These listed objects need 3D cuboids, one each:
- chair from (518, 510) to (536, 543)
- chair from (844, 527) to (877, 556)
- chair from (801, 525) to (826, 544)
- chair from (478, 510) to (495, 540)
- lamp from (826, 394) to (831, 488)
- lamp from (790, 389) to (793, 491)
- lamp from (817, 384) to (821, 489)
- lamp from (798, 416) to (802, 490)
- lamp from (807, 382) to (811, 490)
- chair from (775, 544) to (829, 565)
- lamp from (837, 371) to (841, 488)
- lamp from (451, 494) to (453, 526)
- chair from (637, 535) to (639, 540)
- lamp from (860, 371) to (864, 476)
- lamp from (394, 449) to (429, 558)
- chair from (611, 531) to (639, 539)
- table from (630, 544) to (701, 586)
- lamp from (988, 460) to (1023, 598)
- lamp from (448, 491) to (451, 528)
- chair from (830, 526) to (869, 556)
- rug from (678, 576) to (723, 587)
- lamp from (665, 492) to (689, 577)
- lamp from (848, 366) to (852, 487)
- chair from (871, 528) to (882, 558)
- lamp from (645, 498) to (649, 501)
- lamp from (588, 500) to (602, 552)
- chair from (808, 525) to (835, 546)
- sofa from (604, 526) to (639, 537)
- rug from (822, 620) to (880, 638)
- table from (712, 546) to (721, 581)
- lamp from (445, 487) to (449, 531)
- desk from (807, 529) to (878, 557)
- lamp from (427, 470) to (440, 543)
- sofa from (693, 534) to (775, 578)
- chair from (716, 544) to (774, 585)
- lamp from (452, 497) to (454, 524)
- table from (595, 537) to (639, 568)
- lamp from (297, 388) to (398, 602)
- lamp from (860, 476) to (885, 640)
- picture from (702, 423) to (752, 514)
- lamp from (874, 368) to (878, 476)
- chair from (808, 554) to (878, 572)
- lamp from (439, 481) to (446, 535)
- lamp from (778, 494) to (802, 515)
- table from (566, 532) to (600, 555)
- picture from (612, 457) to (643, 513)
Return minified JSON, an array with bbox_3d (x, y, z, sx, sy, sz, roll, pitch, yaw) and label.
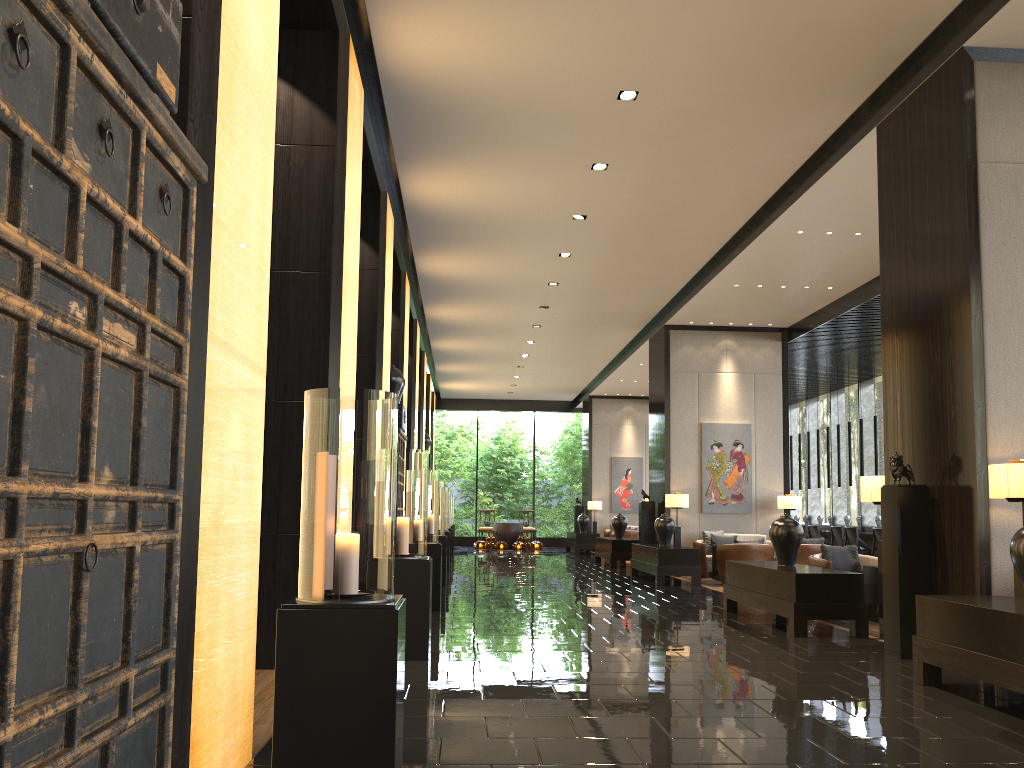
[{"bbox_3d":[0.419,4.173,25.494,0.520,1.070,0.539,1,-6,-3],"label":"chair"},{"bbox_3d":[6.031,2.877,15.258,0.563,0.822,0.529,1,-6,-3],"label":"chair"},{"bbox_3d":[5.908,3.199,17.468,0.563,0.822,0.529,1,-6,-3],"label":"chair"},{"bbox_3d":[-0.708,4.149,25.433,0.520,1.070,0.539,1,-6,-3],"label":"chair"},{"bbox_3d":[6.526,0.942,18.289,0.060,2.408,0.060,5,-6,-38],"label":"lamp"},{"bbox_3d":[6.413,1.240,20.338,0.060,2.408,0.060,5,-6,-38],"label":"lamp"},{"bbox_3d":[6.498,1.015,18.794,0.060,2.408,0.060,5,-6,-38],"label":"lamp"},{"bbox_3d":[6.441,1.166,19.828,0.060,2.408,0.060,5,-6,-38],"label":"lamp"},{"bbox_3d":[6.469,1.092,19.316,0.060,2.408,0.060,5,-6,-38],"label":"lamp"},{"bbox_3d":[4.168,2.564,12.524,0.804,0.601,0.610,1,-7,-3],"label":"chair"},{"bbox_3d":[6.554,0.868,17.779,0.060,2.408,0.060,5,-6,-38],"label":"lamp"},{"bbox_3d":[-1.558,2.950,20.718,0.337,0.725,0.338,1,-6,-1],"label":"lamp"},{"bbox_3d":[2.925,3.342,17.955,0.804,0.601,0.610,1,-7,-3],"label":"chair"},{"bbox_3d":[6.611,0.719,16.754,0.060,2.408,0.060,5,-6,-38],"label":"lamp"},{"bbox_3d":[-0.750,0.824,6.112,0.337,0.725,0.338,4,-6,-30],"label":"lamp"},{"bbox_3d":[2.817,3.853,21.458,0.804,0.601,0.610,1,-7,-3],"label":"chair"},{"bbox_3d":[2.264,2.682,13.249,0.620,0.510,1.972,1,-8,-3],"label":"table"},{"bbox_3d":[3.164,1.142,5.445,0.376,1.341,0.376,5,-7,-42],"label":"lamp"},{"bbox_3d":[-1.397,2.525,17.797,0.337,0.725,0.338,1,-6,-1],"label":"lamp"},{"bbox_3d":[5.999,2.960,15.830,0.563,0.822,0.529,1,-6,-3],"label":"chair"},{"bbox_3d":[3.696,2.978,13.352,1.958,0.008,2.256,1,-8,-3],"label":"rug"},{"bbox_3d":[2.673,2.433,14.326,0.375,1.344,0.377,-1,-5,16],"label":"lamp"},{"bbox_3d":[6.583,0.793,17.267,0.060,2.408,0.060,5,-6,-38],"label":"lamp"},{"bbox_3d":[6.090,2.722,14.192,0.563,0.822,0.529,1,-6,-3],"label":"chair"},{"bbox_3d":[2.573,2.695,16.125,0.375,1.344,0.377,-1,-5,16],"label":"lamp"},{"bbox_3d":[2.177,3.735,23.272,0.375,1.344,0.376,-2,-6,26],"label":"lamp"},{"bbox_3d":[5.940,3.116,16.896,0.563,0.822,0.529,1,-6,-3],"label":"chair"},{"bbox_3d":[3.116,4.065,23.191,1.449,0.690,0.606,1,-6,-3],"label":"sofa"},{"bbox_3d":[3.980,2.233,8.235,2.041,0.008,2.256,1,-8,-3],"label":"rug"},{"bbox_3d":[3.642,2.738,13.486,1.042,0.514,0.579,1,-7,-3],"label":"table"},{"bbox_3d":[-1.235,2.100,14.876,0.337,0.725,0.338,1,-6,-1],"label":"lamp"},{"bbox_3d":[6.660,2.235,10.600,1.780,0.755,28.914,1,-8,-3],"label":"desk"},{"bbox_3d":[-0.911,1.249,9.033,0.337,0.725,0.338,1,-6,2],"label":"lamp"},{"bbox_3d":[3.613,2.758,14.211,1.449,0.690,0.606,1,-6,-3],"label":"sofa"},{"bbox_3d":[3.314,2.546,12.478,0.804,0.601,0.610,1,-7,-3],"label":"chair"},{"bbox_3d":[-1.720,3.375,23.640,0.337,0.725,0.338,2,-6,-16],"label":"lamp"},{"bbox_3d":[2.051,3.242,17.096,0.620,0.510,1.972,1,-8,-3],"label":"table"},{"bbox_3d":[-0.588,0.399,3.190,0.337,0.725,0.338,4,-6,-30],"label":"lamp"},{"bbox_3d":[3.065,1.418,7.243,0.375,1.312,0.376,-4,-7,41],"label":"lamp"},{"bbox_3d":[3.587,1.402,14.769,0.834,1.494,0.037,1,-5,-3],"label":"picture"},{"bbox_3d":[6.643,0.636,16.184,0.060,2.408,0.060,5,-6,-38],"label":"lamp"},{"bbox_3d":[3.418,2.047,9.054,0.804,0.601,0.610,1,-7,-3],"label":"chair"},{"bbox_3d":[-1.073,1.674,11.954,0.337,0.725,0.338,1,-6,-1],"label":"lamp"},{"bbox_3d":[4.532,2.471,14.426,0.375,1.344,0.377,-1,-5,16],"label":"lamp"},{"bbox_3d":[1.769,3.983,22.187,0.620,0.510,1.972,1,-8,-3],"label":"table"},{"bbox_3d":[3.091,2.707,23.732,0.834,1.494,0.037,1,-5,-3],"label":"picture"}]
